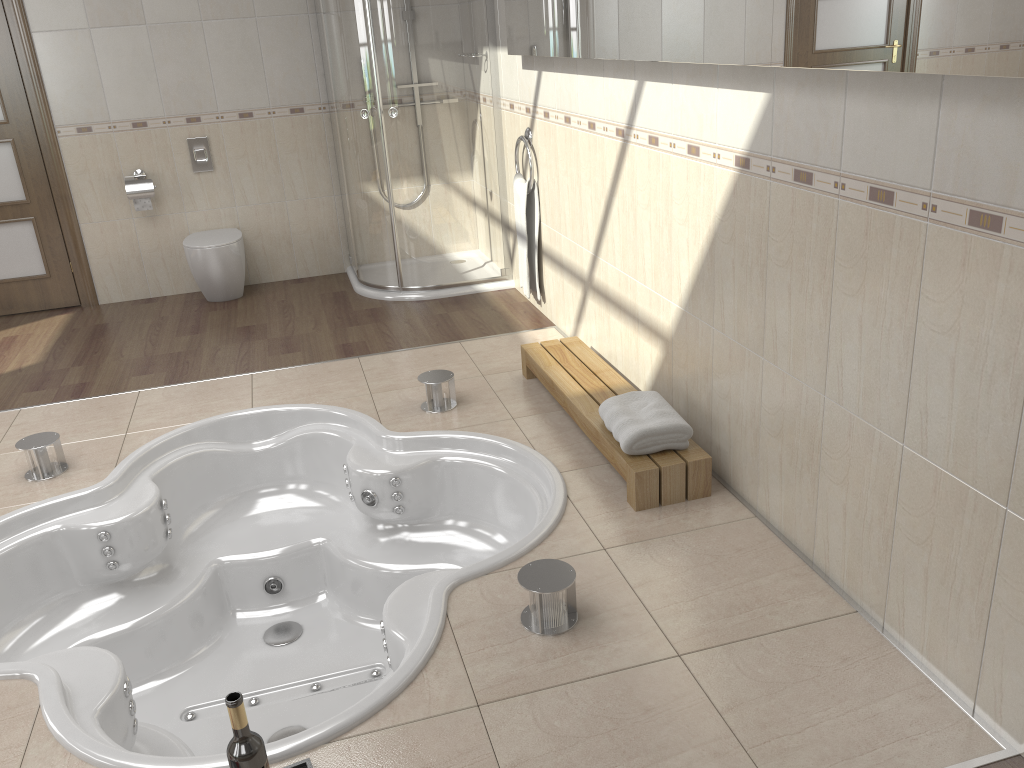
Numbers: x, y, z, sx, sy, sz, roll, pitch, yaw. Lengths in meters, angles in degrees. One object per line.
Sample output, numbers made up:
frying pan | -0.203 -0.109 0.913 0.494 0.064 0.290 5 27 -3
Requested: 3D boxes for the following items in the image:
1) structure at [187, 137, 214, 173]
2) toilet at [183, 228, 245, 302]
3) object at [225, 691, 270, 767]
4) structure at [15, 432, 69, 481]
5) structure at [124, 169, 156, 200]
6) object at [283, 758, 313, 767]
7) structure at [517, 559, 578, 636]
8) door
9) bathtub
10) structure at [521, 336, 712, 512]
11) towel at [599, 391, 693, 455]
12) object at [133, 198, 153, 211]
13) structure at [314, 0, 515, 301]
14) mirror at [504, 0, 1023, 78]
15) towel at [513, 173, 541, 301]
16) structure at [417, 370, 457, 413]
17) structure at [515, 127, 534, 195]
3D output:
structure | -1.878 -1.382 5.344 0.120 0.200 0.010 -9 23 -13
toilet | -1.769 -0.699 5.357 0.337 0.388 0.519 -9 23 -13
object | -0.506 0.722 1.702 0.070 0.307 0.070 15 29 39
structure | -1.748 0.269 3.300 0.150 0.131 0.150 14 28 38
structure | -2.195 -1.184 5.246 0.170 0.151 0.154 -9 23 -13
object | -0.558 0.878 1.708 0.400 0.040 0.250 -14 24 -22
structure | 0.093 0.548 2.284 0.150 0.131 0.150 -6 22 -4
door | -3.150 -1.357 5.008 0.861 2.026 0.102 -10 23 -15
bathtub | -0.802 0.762 2.936 1.754 0.674 1.751 9 25 29
structure | 0.336 0.094 3.351 0.260 0.140 1.280 -9 23 -13
towel | 0.433 0.121 2.948 0.233 0.099 0.331 -8 22 -9
object | -2.190 -1.108 5.251 0.098 0.151 0.090 -9 23 -13
structure | -0.599 -1.536 5.166 0.900 1.917 0.900 -9 23 -13
mirror | 0.440 -1.242 2.542 0.005 0.600 3.600 -9 23 -13
towel | 0.078 -0.764 4.605 0.083 0.635 0.280 -9 23 -12
structure | -0.306 0.029 3.634 0.150 0.131 0.150 -14 24 -22
structure | 0.071 -1.124 4.473 0.051 0.332 0.291 -9 23 -13
